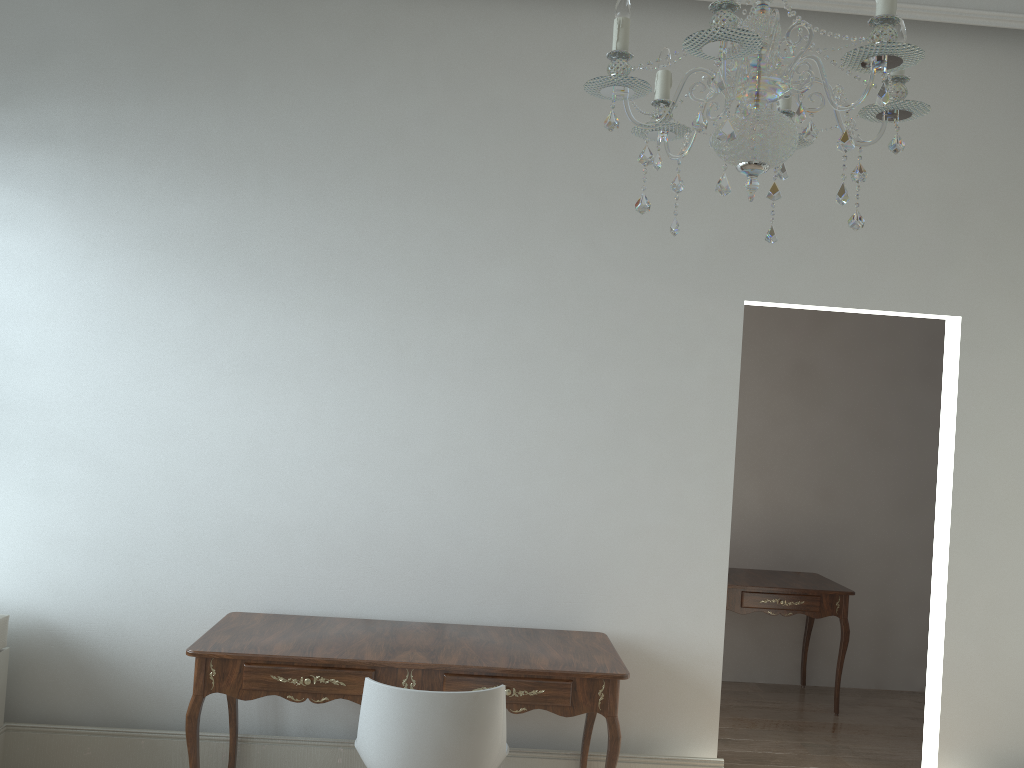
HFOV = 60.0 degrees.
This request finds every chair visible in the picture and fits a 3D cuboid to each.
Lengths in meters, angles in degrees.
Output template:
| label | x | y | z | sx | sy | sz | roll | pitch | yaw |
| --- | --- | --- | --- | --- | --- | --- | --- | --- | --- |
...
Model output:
| label | x | y | z | sx | sy | sz | roll | pitch | yaw |
| --- | --- | --- | --- | --- | --- | --- | --- | --- | --- |
| chair | -0.249 | 1.210 | 2.685 | 0.478 | 0.715 | 0.514 | 4 | -2 | -3 |

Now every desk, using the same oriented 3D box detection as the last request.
| label | x | y | z | sx | sy | sz | roll | pitch | yaw |
| --- | --- | --- | --- | --- | --- | --- | --- | --- | --- |
| desk | -0.364 | 1.239 | 3.119 | 1.443 | 0.668 | 0.555 | 4 | -2 | -3 |
| desk | 1.385 | 1.409 | 4.911 | 0.800 | 0.668 | 0.555 | 4 | -2 | -3 |

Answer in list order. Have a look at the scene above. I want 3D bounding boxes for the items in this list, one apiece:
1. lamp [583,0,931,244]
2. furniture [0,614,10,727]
| label | x | y | z | sx | sy | sz | roll | pitch | yaw |
| --- | --- | --- | --- | --- | --- | --- | --- | --- | --- |
| lamp | 0.524 | -1.565 | 1.674 | 0.577 | 2.542 | 0.648 | 5 | -2 | -33 |
| furniture | -2.185 | 0.981 | 1.725 | 0.837 | 0.459 | 3.150 | 4 | -2 | -3 |
